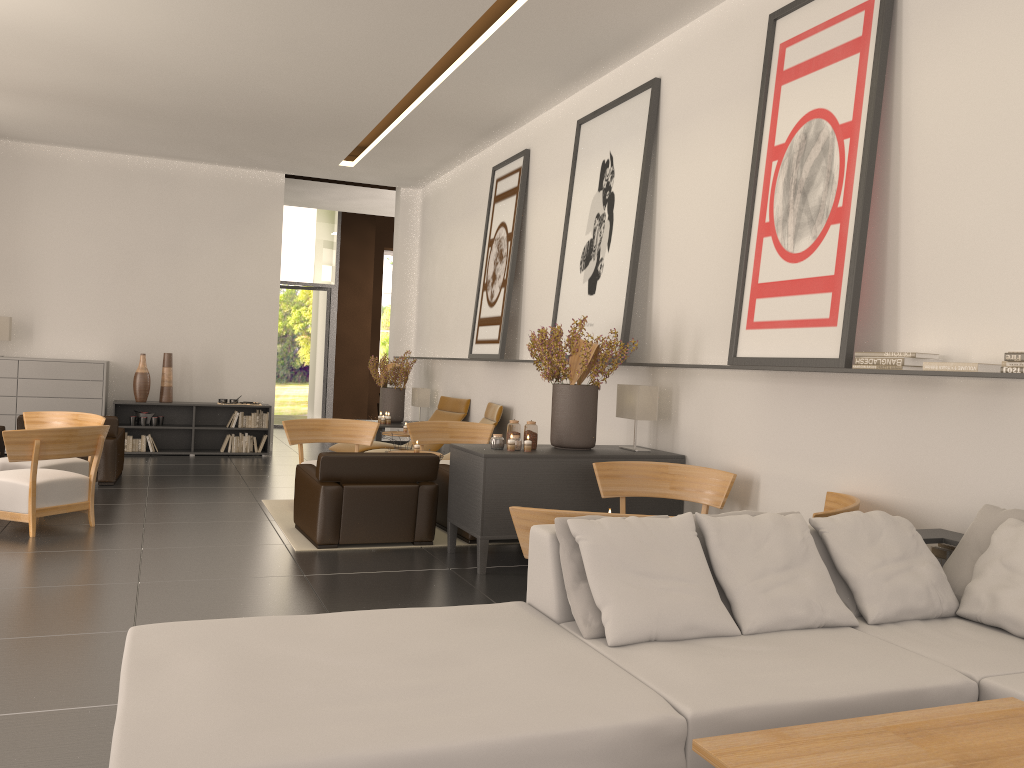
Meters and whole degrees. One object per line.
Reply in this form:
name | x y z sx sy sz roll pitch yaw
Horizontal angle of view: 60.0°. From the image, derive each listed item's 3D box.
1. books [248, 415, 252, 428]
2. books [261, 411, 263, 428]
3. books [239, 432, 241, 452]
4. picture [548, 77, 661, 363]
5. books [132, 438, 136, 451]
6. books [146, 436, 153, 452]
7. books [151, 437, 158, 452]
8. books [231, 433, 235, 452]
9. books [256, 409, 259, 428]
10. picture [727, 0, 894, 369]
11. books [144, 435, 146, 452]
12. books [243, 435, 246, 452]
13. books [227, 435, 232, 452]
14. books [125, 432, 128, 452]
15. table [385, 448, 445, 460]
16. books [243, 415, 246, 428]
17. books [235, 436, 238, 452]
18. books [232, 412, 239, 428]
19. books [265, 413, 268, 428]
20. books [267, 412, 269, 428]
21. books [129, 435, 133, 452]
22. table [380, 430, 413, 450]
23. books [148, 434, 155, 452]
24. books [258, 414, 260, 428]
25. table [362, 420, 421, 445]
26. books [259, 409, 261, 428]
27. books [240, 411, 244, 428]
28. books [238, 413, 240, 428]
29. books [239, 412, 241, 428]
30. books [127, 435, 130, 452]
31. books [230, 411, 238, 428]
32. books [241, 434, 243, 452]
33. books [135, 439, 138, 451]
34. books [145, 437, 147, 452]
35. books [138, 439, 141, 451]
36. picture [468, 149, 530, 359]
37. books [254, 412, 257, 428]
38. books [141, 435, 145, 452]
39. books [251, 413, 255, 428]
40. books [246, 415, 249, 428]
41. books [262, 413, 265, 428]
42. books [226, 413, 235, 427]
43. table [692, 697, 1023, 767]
books | -5.585 0.799 18.884 0.054 0.249 0.167 3 0 -22
books | -5.357 0.753 18.951 0.039 0.358 0.210 3 0 -22
books | -5.775 1.233 18.816 0.031 0.406 0.231 3 0 -22
picture | 1.161 -2.034 11.772 0.384 3.493 2.194 3 0 -22
books | -7.703 1.241 18.054 0.054 0.249 0.167 3 0 -22
books | -7.408 1.217 18.125 0.130 0.322 0.252 3 0 -22
books | -7.319 1.235 18.160 0.142 0.290 0.252 2 1 -22
books | -5.909 1.243 18.754 0.041 0.377 0.248 3 0 -22
books | -5.436 0.738 18.907 0.039 0.384 0.232 3 0 -22
picture | 2.655 -1.890 7.997 0.384 3.493 1.601 3 0 -22
books | -7.494 1.212 18.089 0.019 0.324 0.254 3 0 -22
books | -5.700 1.272 18.837 0.041 0.335 0.248 3 0 -22
books | -5.958 1.259 18.726 0.071 0.344 0.265 3 0 -22
books | -7.822 1.169 17.970 0.039 0.384 0.232 3 0 -22
table | -1.363 1.381 12.314 0.797 0.904 0.797 3 1 1
books | -5.689 0.795 18.843 0.054 0.249 0.167 3 0 -22
books | -5.845 1.270 18.775 0.057 0.328 0.257 3 0 -22
books | -5.845 0.755 18.734 0.130 0.322 0.252 3 0 -22
books | -5.275 0.783 18.975 0.048 0.305 0.226 3 0 -22
books | -5.235 0.768 18.976 0.022 0.339 0.253 3 0 -22
books | -7.739 1.209 17.998 0.054 0.311 0.244 3 0 -22
table | -1.951 1.297 15.832 0.797 0.904 0.798 2 1 -44
books | -7.376 1.202 18.146 0.138 0.354 0.236 3 0 -22
books | -5.413 0.779 18.926 0.017 0.302 0.215 3 0 -22
table | -2.424 1.245 18.727 1.600 0.840 1.601 2 1 -22
books | -5.387 0.739 18.933 0.029 0.385 0.220 3 0 -22
books | -5.735 0.754 18.813 0.054 0.329 0.187 3 0 -22
books | -5.780 0.764 18.767 0.017 0.305 0.239 3 0 -22
books | -5.758 0.756 18.768 0.019 0.324 0.254 3 0 -22
books | -7.785 1.203 17.984 0.039 0.318 0.236 3 0 -22
books | -5.882 0.737 18.728 0.138 0.354 0.236 3 0 -22
books | -5.743 1.249 18.835 0.041 0.377 0.221 3 0 -22
books | -7.651 1.242 18.075 0.054 0.249 0.167 3 0 -22
books | -7.478 1.222 18.104 0.017 0.305 0.239 3 0 -22
books | -7.599 1.244 18.095 0.054 0.249 0.167 3 0 -22
picture | -0.245 -2.170 15.326 0.384 3.493 1.601 3 0 -22
books | -5.474 0.769 18.890 0.039 0.318 0.236 3 0 -22
books | -7.542 1.207 18.107 0.054 0.329 0.187 3 0 -22
books | -5.518 0.771 18.869 0.054 0.311 0.244 3 0 -22
books | -5.637 0.797 18.864 0.054 0.249 0.167 3 0 -22
books | -5.313 0.778 18.949 0.039 0.313 0.246 3 0 -22
books | -5.935 0.766 18.699 0.142 0.290 0.252 2 1 -22
table | 1.667 1.754 2.745 1.600 0.840 1.601 2 1 -22
